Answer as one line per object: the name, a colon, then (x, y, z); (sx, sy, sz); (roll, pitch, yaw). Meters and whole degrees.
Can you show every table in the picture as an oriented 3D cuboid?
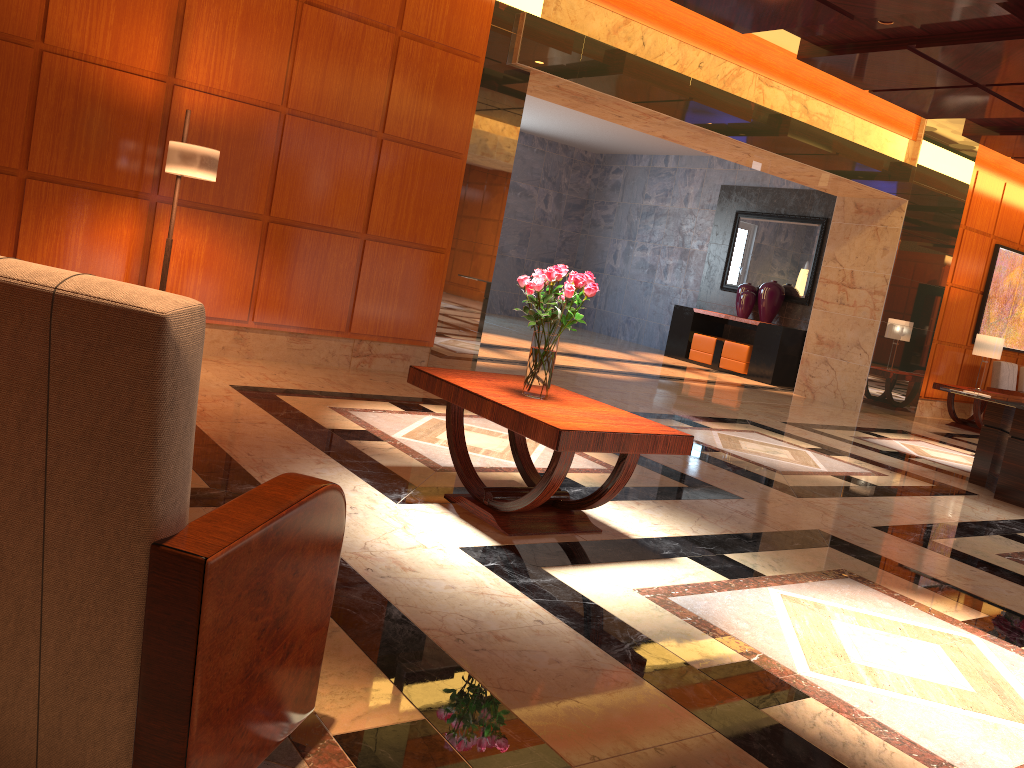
table: (6.224, 0.360, 11.820); (1.165, 0.532, 0.729); (6, 9, -33)
table: (4.420, 0.614, 6.889); (1.597, 0.742, 1.610); (5, 9, -36)
table: (0.088, 0.323, 3.960); (0.723, 0.532, 1.175); (5, 9, -36)

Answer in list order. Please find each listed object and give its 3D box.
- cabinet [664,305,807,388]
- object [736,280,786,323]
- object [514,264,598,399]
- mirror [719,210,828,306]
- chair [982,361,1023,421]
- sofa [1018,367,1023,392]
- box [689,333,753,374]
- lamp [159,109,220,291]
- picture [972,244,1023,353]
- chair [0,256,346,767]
cabinet: (3.520, -0.616, 13.919); (0.782, 0.864, 2.204); (6, 9, -36)
object: (3.811, -1.328, 13.845); (0.519, 0.649, 0.867); (6, 9, -37)
object: (0.160, -0.234, 3.898); (0.326, 0.593, 0.352); (9, 7, -17)
mirror: (4.083, -2.021, 13.990); (0.029, 1.333, 1.778); (6, 8, -36)
chair: (7.157, 0.203, 12.581); (0.736, 0.957, 0.632); (6, 8, -37)
sofa: (8.386, 0.298, 13.628); (1.795, 0.929, 0.616); (5, 8, -36)
box: (3.373, -0.467, 13.850); (0.488, 0.426, 1.139); (5, 9, -36)
lamp: (-2.147, -0.912, 5.651); (0.529, 1.654, 0.359); (16, 8, 43)
picture: (7.566, -1.216, 13.257); (1.992, 1.446, 0.057); (5, 8, -36)
chair: (-0.781, 0.252, 1.729); (0.739, 0.957, 0.630); (12, 7, 12)
